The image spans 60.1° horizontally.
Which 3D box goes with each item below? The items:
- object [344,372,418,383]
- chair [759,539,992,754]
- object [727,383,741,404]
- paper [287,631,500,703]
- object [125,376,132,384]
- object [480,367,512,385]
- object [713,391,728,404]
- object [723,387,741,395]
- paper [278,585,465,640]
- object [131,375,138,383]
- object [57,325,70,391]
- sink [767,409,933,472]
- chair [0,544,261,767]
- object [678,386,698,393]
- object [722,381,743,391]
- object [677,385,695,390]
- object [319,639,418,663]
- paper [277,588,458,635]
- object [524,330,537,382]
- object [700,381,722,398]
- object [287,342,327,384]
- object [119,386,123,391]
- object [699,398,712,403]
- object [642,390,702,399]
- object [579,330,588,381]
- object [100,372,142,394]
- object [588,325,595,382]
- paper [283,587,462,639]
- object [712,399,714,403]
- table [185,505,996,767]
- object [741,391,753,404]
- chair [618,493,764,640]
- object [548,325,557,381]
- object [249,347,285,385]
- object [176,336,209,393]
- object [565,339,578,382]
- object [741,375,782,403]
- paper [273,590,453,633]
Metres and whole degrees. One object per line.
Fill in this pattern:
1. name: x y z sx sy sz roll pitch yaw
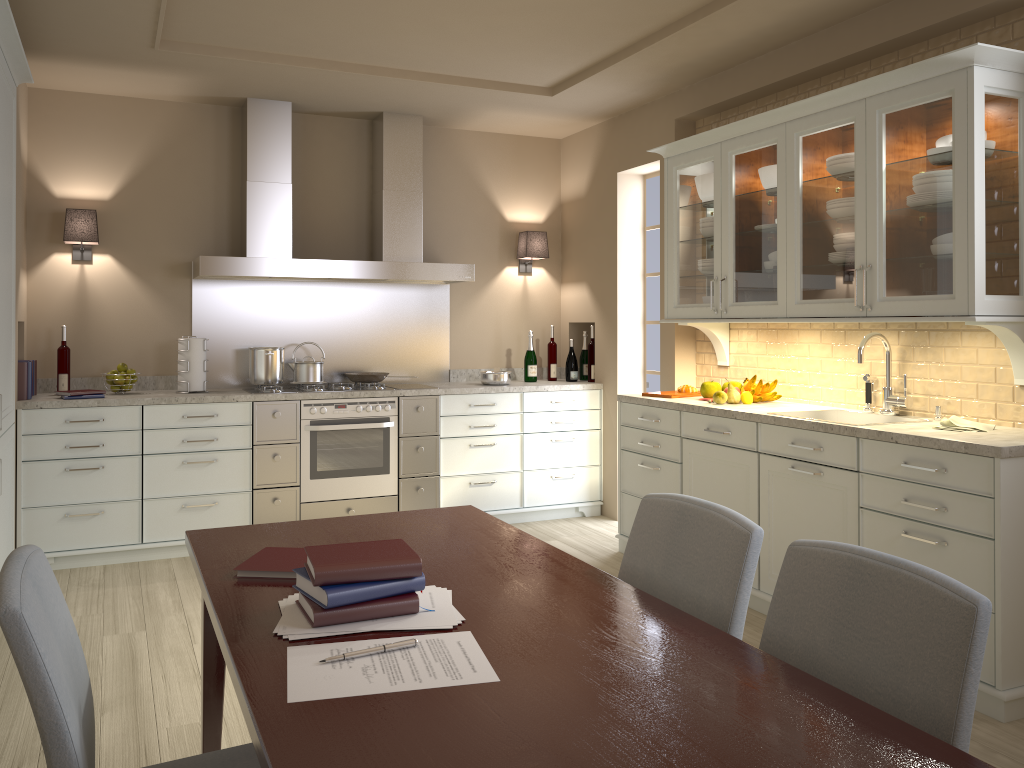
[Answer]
1. object: -0.789 -0.034 5.170 0.424 0.051 0.265 2 4 33
2. chair: 0.351 0.680 1.252 0.506 0.828 0.399 0 0 -24
3. object: 1.022 0.044 4.083 0.064 0.097 0.064 0 1 -28
4. paper: -0.183 0.413 1.308 0.290 0.001 0.210 -1 4 -14
5. object: -2.014 -0.021 4.641 0.039 0.040 0.040 -1 2 -33
6. object: -0.072 -0.050 5.488 0.198 0.090 0.371 1 4 17
7. object: 0.955 0.061 4.079 0.066 0.063 0.094 0 2 -5
8. object: 1.047 0.049 4.207 0.085 0.070 0.081 1 2 35
9. paper: -0.250 0.395 1.543 0.290 0.001 0.210 -1 4 -19
10. object: -2.007 -0.027 4.684 0.047 0.045 0.047 -1 2 -20
11. object: -2.334 -0.125 4.605 0.062 0.366 0.062 0 0 2
12. sink: 1.316 0.335 3.477 0.380 0.415 0.485 -1 2 -24
13. chair: -0.524 0.670 1.409 0.506 0.828 0.399 0 0 -24
14. object: 0.904 0.030 4.543 0.099 0.037 0.044 0 2 6
15. object: 1.072 0.033 4.299 0.106 0.090 0.104 1 2 30
16. object: 0.919 0.022 4.659 0.099 0.037 0.044 -1 2 -14
17. object: -0.217 0.405 1.340 0.158 0.012 0.011 -2 2 -29
18. paper: -0.250 0.394 1.543 0.290 0.001 0.210 -1 4 -9
19. object: 0.119 -0.178 5.668 0.083 0.331 0.083 0 0 4
20. object: 0.967 0.033 4.299 0.104 0.090 0.106 -1 2 -18
21. object: -1.168 -0.124 5.076 0.209 0.237 0.209 0 1 9
22. object: -2.079 0.021 4.697 0.038 0.038 0.039 -1 2 -21
23. object: 0.931 0.079 4.184 0.040 0.013 0.155 -1 4 -9
24. object: 0.863 0.053 4.564 0.350 0.020 0.200 -3 5 -39
25. object: 0.485 -0.188 5.820 0.083 0.331 0.083 0 0 4
26. object: -2.064 -0.003 4.672 0.206 0.109 0.206 1 3 21
27. object: 0.515 -0.193 5.641 0.062 0.366 0.062 0 0 9
28. paper: -0.250 0.395 1.543 0.290 0.001 0.210 -1 4 -14
29. object: 0.950 0.079 4.180 0.030 0.012 0.148 0 4 -5
30. table: -0.093 0.740 1.507 0.751 0.680 1.761 -1 3 -24
31. object: 1.082 0.065 4.076 0.056 0.066 0.053 0 1 -18
32. chair: 0.163 0.653 1.667 0.506 0.828 0.399 0 0 -24
33. object: 0.263 -0.202 5.781 0.062 0.366 0.062 0 0 9
34. object: -1.383 -0.102 4.986 0.201 0.207 0.201 1 2 23
35. object: -1.729 -0.108 4.775 0.168 0.304 0.163 0 1 -40
36. object: 0.385 -0.152 5.696 0.083 0.277 0.083 0 0 -3
37. object: 1.147 0.018 4.161 0.181 0.136 0.196 -2 3 -43
38. paper: -0.250 0.394 1.543 0.290 0.001 0.210 0 4 -4
